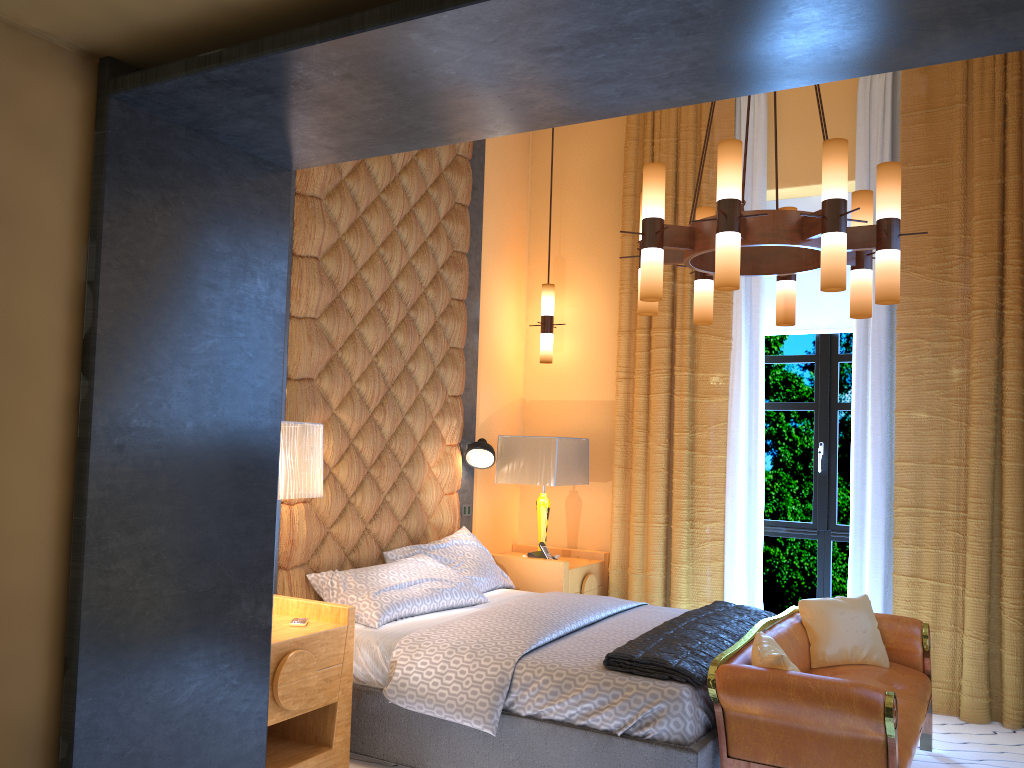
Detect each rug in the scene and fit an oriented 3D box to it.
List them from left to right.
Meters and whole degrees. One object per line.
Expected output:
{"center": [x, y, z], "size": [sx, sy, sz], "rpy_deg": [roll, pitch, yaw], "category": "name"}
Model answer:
{"center": [0.848, 1.646, 3.647], "size": [3.702, 0.016, 3.391], "rpy_deg": [0, -5, 29], "category": "rug"}

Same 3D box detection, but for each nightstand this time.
{"center": [-1.101, 1.221, 3.414], "size": [0.721, 0.699, 0.709], "rpy_deg": [0, -4, 29], "category": "nightstand"}
{"center": [0.175, 1.429, 5.697], "size": [0.720, 0.689, 0.681], "rpy_deg": [0, -4, 29], "category": "nightstand"}

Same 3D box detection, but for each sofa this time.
{"center": [1.349, 1.345, 3.674], "size": [0.650, 0.639, 1.617], "rpy_deg": [0, -4, 29], "category": "sofa"}

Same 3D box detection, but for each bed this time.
{"center": [0.140, 1.210, 4.273], "size": [2.106, 0.824, 1.890], "rpy_deg": [0, -4, 29], "category": "bed"}

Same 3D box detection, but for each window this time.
{"center": [1.933, 0.313, 5.473], "size": [1.200, 2.997, 0.130], "rpy_deg": [0, -3, 29], "category": "window"}

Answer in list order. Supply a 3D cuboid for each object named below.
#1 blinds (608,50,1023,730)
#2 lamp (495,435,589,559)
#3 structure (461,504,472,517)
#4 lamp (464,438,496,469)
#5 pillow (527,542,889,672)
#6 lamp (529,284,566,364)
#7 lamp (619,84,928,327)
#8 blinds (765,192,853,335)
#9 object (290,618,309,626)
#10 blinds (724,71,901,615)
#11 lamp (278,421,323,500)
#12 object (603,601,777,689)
{"center": [1.741, -0.283, 5.157], "size": [2.450, 4.142, 0.134], "rpy_deg": [0, -3, 29], "category": "blinds"}
{"center": [0.195, 0.737, 5.627], "size": [0.424, 0.801, 0.506], "rpy_deg": [0, -4, 29], "category": "lamp"}
{"center": [-0.285, 0.784, 5.504], "size": [0.016, 0.071, 0.103], "rpy_deg": [0, -4, 29], "category": "structure"}
{"center": [-0.020, 0.450, 5.496], "size": [0.568, 0.218, 0.231], "rpy_deg": [3, -4, -13], "category": "lamp"}
{"center": [1.033, 1.135, 4.477], "size": [1.147, 0.406, 2.630], "rpy_deg": [3, -4, -19], "category": "pillow"}
{"center": [0.237, -0.405, 5.972], "size": [0.199, 0.531, 0.199], "rpy_deg": [3, -3, -16], "category": "lamp"}
{"center": [1.038, -1.384, 3.644], "size": [1.142, 2.166, 1.141], "rpy_deg": [4, -4, -38], "category": "lamp"}
{"center": [1.962, -0.749, 5.516], "size": [1.200, 0.872, 0.013], "rpy_deg": [0, -3, 29], "category": "blinds"}
{"center": [-0.846, 0.949, 3.527], "size": [0.064, 0.018, 0.111], "rpy_deg": [2, -4, -6], "category": "object"}
{"center": [1.747, -0.254, 5.247], "size": [2.050, 4.071, 0.237], "rpy_deg": [0, -3, 27], "category": "blinds"}
{"center": [-1.067, 0.542, 3.459], "size": [0.424, 0.801, 0.506], "rpy_deg": [0, -4, 29], "category": "lamp"}
{"center": [0.846, 1.100, 3.878], "size": [0.405, 0.104, 1.462], "rpy_deg": [0, -5, 29], "category": "object"}
